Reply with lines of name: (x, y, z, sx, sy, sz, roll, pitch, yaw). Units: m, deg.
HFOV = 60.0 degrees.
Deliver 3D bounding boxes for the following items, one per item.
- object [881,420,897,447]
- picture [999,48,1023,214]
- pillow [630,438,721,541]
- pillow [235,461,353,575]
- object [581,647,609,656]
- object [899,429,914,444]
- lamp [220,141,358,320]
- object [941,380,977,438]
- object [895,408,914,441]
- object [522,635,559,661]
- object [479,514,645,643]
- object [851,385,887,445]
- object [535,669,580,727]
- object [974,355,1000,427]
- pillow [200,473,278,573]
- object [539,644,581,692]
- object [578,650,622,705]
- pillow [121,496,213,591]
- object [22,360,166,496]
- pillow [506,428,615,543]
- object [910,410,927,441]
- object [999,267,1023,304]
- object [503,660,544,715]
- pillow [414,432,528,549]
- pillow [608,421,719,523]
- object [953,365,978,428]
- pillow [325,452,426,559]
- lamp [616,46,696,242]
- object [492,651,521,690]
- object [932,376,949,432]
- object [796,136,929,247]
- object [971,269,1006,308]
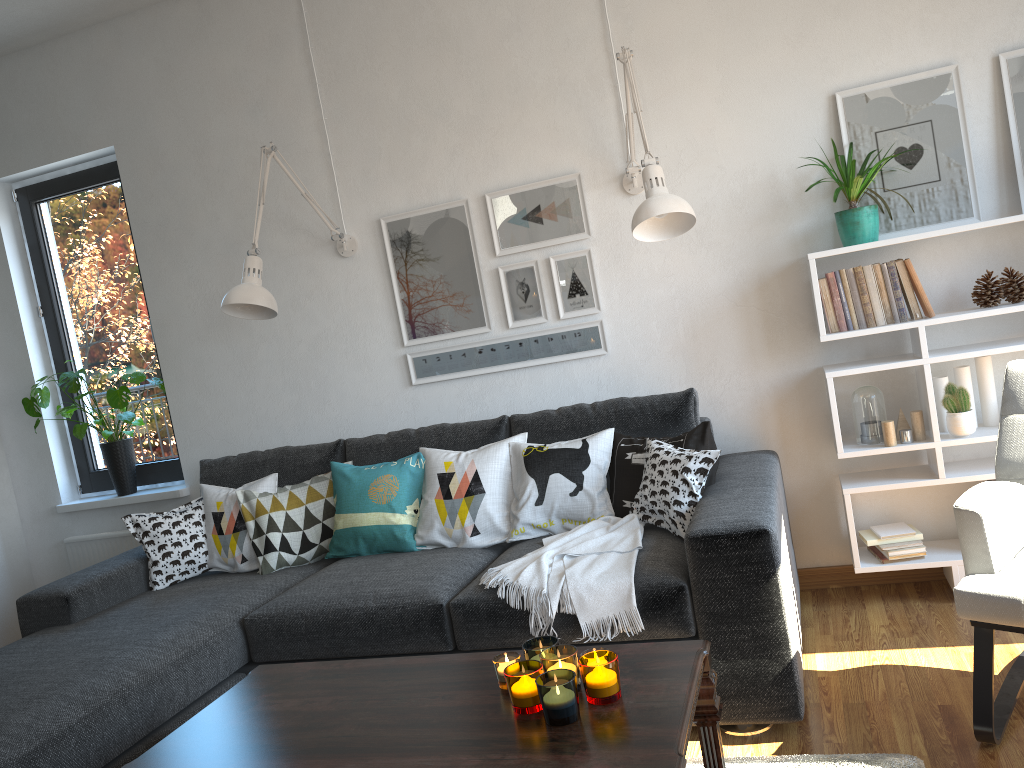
object: (1.259, 0.161, 3.027, 0.078, 0.084, 0.176, -11, 4, -14)
picture: (1.823, -0.849, 2.858, 0.390, 0.533, 0.059, -9, 5, 18)
pillow: (0.507, 0.335, 2.764, 0.169, 0.313, 0.358, -13, 5, -31)
pillow: (-0.786, 0.512, 3.365, 0.453, 0.363, 0.242, -11, 5, -15)
object: (0.176, 0.581, 1.822, 0.060, 0.061, 0.059, -8, 5, 23)
object: (1.316, 0.175, 2.960, 0.040, 0.044, 0.040, -6, 6, 44)
lamp: (-0.893, -0.592, 3.417, 0.200, 0.670, 0.697, -8, 5, 27)
object: (1.464, 0.086, 2.902, 0.088, 0.173, 0.087, -7, 5, 34)
object: (1.336, 0.133, 3.035, 0.062, 0.108, 0.062, -9, 5, 18)
object: (0.067, 0.587, 1.878, 0.079, 0.081, 0.079, -9, 4, 13)
object: (0.162, 0.566, 2.661, 0.488, 0.212, 0.605, -9, 4, 14)
object: (1.237, 0.103, 3.070, 0.108, 0.198, 0.108, -8, 5, 29)
object: (0.089, 0.596, 1.684, 0.079, 0.081, 0.079, -9, 4, 13)
object: (1.601, 0.023, 2.987, 0.051, 0.238, 0.051, -7, 6, 36)
pillow: (-1.032, 0.536, 3.368, 0.360, 0.344, 0.172, -9, 5, 18)
object: (0.101, 0.585, 1.808, 0.079, 0.081, 0.079, -9, 4, 13)
object: (0.175, 0.577, 1.742, 0.079, 0.081, 0.079, -9, 4, 13)
pillow: (-1.260, 0.605, 3.352, 0.333, 0.320, 0.160, -13, 5, -36)
object: (-1.909, 0.207, 4.093, 0.657, 0.676, 0.447, -9, 4, 9)
pillow: (0.169, 0.348, 3.034, 0.382, 0.318, 0.265, -9, 5, 18)
object: (1.357, 0.140, 2.962, 0.039, 0.099, 0.039, -9, 5, 14)
object: (1.634, -0.322, 2.876, 0.101, 0.125, 0.096, -7, 5, 33)
object: (0.029, 0.602, 1.759, 0.079, 0.081, 0.079, -9, 4, 13)
pillow: (-0.152, 0.402, 3.147, 0.437, 0.369, 0.284, -9, 5, 18)
pillow: (0.504, 0.307, 2.950, 0.450, 0.358, 0.233, -6, 6, 44)
object: (1.537, 0.046, 3.005, 0.051, 0.213, 0.051, -8, 5, 24)
pillow: (-0.485, 0.439, 3.252, 0.414, 0.340, 0.272, -9, 5, 17)
lamp: (0.454, -0.803, 2.972, 0.200, 0.670, 0.697, -9, 4, 9)
object: (-0.007, 0.610, 1.886, 0.060, 0.061, 0.059, -8, 5, 23)
object: (1.473, 0.069, 3.027, 0.051, 0.188, 0.051, -8, 5, 24)
object: (1.168, -0.657, 2.976, 0.424, 0.372, 0.387, -10, 4, 5)
object: (1.559, -0.312, 2.903, 0.094, 0.127, 0.102, -12, 5, -26)
